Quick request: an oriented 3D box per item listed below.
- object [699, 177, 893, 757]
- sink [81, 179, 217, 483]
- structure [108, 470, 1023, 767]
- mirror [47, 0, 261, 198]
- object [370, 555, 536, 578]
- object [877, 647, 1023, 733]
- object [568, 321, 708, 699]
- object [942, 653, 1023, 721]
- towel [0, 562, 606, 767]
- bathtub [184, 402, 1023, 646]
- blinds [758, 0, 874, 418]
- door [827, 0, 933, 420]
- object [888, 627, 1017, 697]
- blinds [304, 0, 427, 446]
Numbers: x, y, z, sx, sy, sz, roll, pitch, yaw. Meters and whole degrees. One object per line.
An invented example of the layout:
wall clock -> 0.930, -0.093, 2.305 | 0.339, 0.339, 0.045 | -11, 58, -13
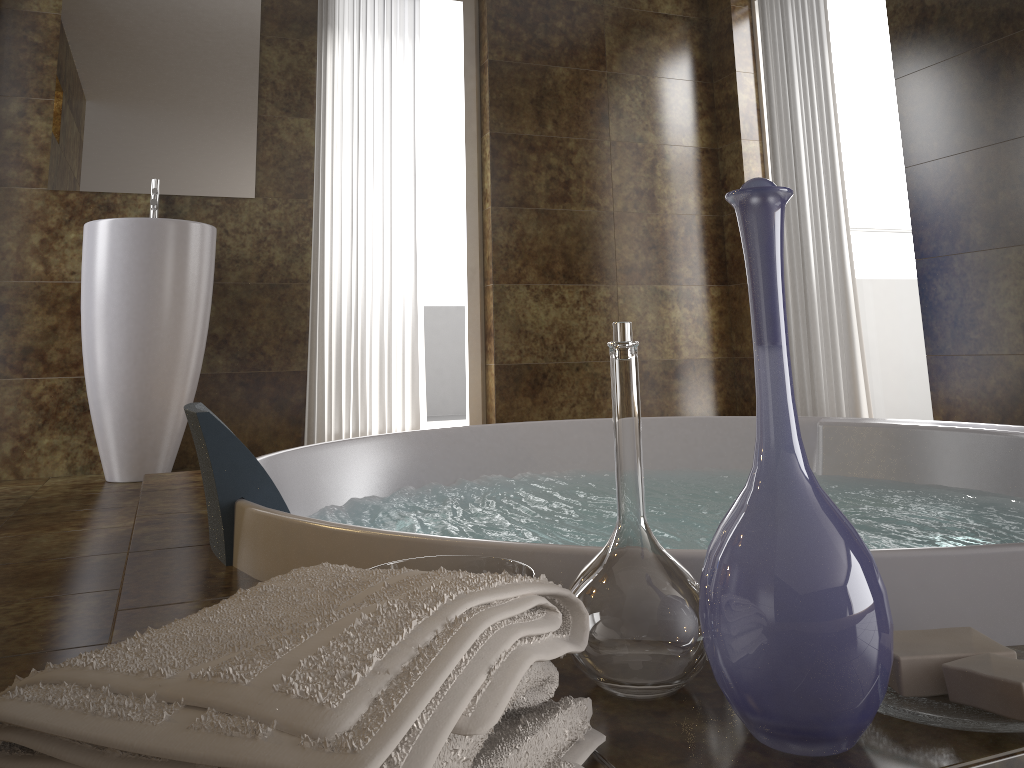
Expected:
object -> 0.206, 0.043, 0.666 | 0.136, 0.431, 0.131 | 1, -10, -14
sink -> -1.337, -0.237, 3.164 | 0.458, 1.166, 0.423 | 2, -10, -19
structure -> 0.359, 0.280, 1.642 | 2.003, 0.127, 1.969 | -2, 2, -21
mirror -> -1.445, -1.311, 3.569 | 0.766, 1.120, 0.008 | 1, -11, -21
object -> -0.062, 0.217, 0.800 | 0.169, 0.077, 0.167 | -1, 0, -40
object -> 0.347, 0.240, 0.686 | 0.189, 0.019, 0.187 | -3, 2, -33
object -> 0.104, 0.098, 0.761 | 0.130, 0.316, 0.126 | 1, -9, -14
object -> 0.364, 0.222, 0.634 | 0.053, 0.035, 0.072 | -1, -1, -21
towel -> -0.131, 0.212, 0.557 | 0.337, 0.154, 0.316 | -2, 0, 23
bathtub -> 0.358, 0.272, 1.642 | 1.747, 0.536, 1.720 | -1, 1, 9
blinds -> 1.293, -0.914, 3.823 | 0.069, 2.336, 0.469 | 3, -11, -22
door -> 1.800, -0.889, 4.207 | 0.959, 2.285, 0.038 | -3, -11, 12
object -> 0.345, 0.223, 0.700 | 0.101, 0.033, 0.060 | -2, -1, -6
blinds -> -0.620, -0.869, 3.763 | 0.517, 2.324, 0.065 | 2, -11, -21
